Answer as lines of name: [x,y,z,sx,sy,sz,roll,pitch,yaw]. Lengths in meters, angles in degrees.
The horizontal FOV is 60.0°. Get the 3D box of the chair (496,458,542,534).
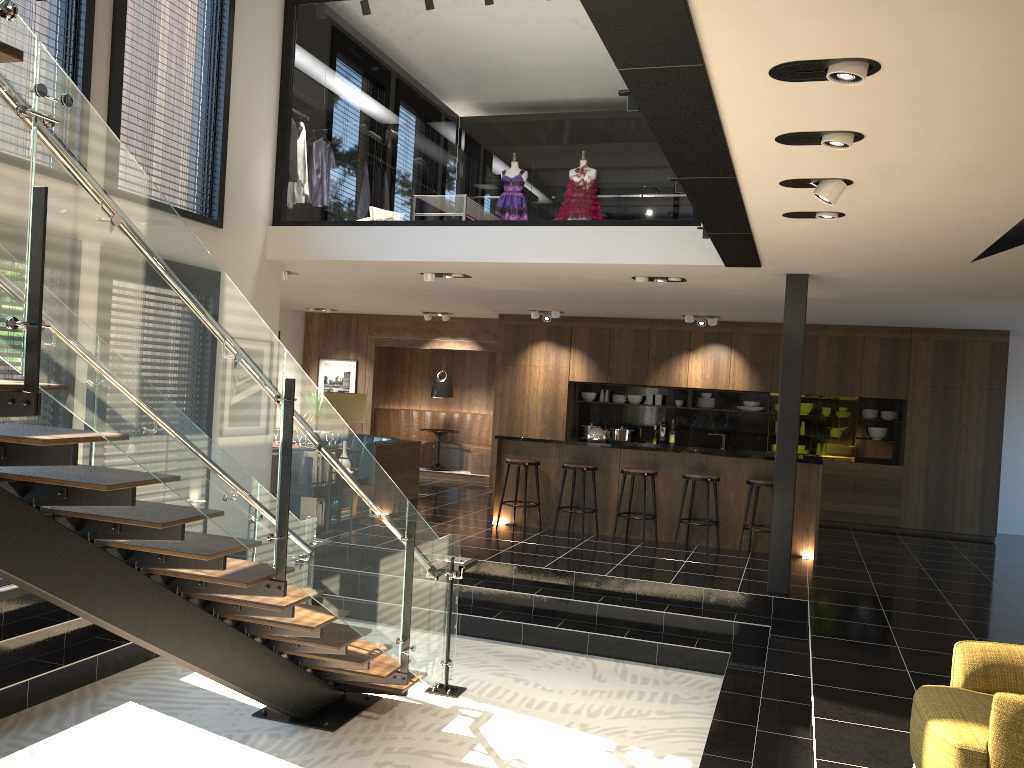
chair: [0.099,1.248,9.998,0.412,0.799,0.412,4,1,27]

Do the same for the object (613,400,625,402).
object: [1.627,0.264,13.434,0.220,0.033,0.220,3,0,15]

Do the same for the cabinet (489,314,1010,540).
cabinet: [3.126,0.481,12.782,6.891,2.690,0.869,3,1,18]

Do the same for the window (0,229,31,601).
window: [-3.541,0.185,5.692,0.358,2.476,1.498,4,0,18]

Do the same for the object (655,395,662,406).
object: [2.187,0.241,13.237,0.109,0.161,0.109,4,0,31]

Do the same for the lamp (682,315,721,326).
lamp: [2.542,-0.917,11.885,0.501,0.280,0.349,3,0,18]

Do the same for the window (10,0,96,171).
window: [-3.356,-2.664,5.718,0.358,2.476,1.393,4,0,18]

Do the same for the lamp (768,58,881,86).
lamp: [1.015,-1.066,2.879,0.346,0.177,0.195,3,0,18]

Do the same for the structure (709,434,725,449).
structure: [2.927,0.839,12.702,0.242,0.231,0.173,3,0,18]

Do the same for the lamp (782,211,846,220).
lamp: [1.735,-1.027,5.092,0.346,0.158,0.195,3,0,18]

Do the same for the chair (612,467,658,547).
chair: [1.352,1.321,9.590,0.412,0.799,0.412,4,1,27]

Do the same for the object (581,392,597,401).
object: [1.175,0.199,13.591,0.234,0.138,0.234,3,0,21]

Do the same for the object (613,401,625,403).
object: [1.626,0.277,13.434,0.220,0.033,0.220,3,0,15]

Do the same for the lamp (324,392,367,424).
lamp: [-1.803,0.808,8.935,0.437,1.445,0.637,4,1,44]

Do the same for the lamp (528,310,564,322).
lamp: [0.492,-1.029,12.551,0.501,0.294,0.349,3,0,18]

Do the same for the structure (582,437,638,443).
structure: [1.464,0.847,13.262,0.877,0.046,0.533,3,0,18]

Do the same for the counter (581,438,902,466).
counter: [3.103,0.967,12.791,4.590,0.005,0.862,3,0,18]

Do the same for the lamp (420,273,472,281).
lamp: [-0.665,-1.138,8.982,0.501,0.231,0.349,3,0,18]

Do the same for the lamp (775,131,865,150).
lamp: [1.255,-1.050,3.617,0.346,0.177,0.195,3,0,18]

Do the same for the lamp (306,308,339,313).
lamp: [-3.126,-1.276,14.601,0.501,0.213,0.349,3,0,18]

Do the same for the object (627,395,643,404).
object: [1.853,0.240,13.370,0.234,0.138,0.234,3,0,38]

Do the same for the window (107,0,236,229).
window: [-2.866,-2.631,7.226,0.358,2.476,1.393,4,0,18]

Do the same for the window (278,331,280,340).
window: [-4.303,0.242,14.114,0.312,2.373,1.505,4,0,18]

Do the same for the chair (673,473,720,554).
chair: [1.979,1.357,9.387,0.412,0.799,0.412,4,1,27]

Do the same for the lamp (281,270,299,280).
lamp: [-2.573,-1.239,9.603,0.501,0.248,0.349,3,0,18]

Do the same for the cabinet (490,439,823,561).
cabinet: [1.575,1.234,9.987,3.563,0.994,0.698,3,0,18]

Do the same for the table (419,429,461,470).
table: [-1.234,1.097,14.919,0.702,0.644,0.702,3,0,-7]

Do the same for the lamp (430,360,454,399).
lamp: [-1.148,-0.249,14.888,0.389,0.974,0.389,3,1,-28]

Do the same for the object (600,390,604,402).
object: [1.372,0.180,13.526,0.060,0.185,0.060,3,1,-41]

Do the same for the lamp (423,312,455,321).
lamp: [-1.160,-1.129,13.961,0.501,0.280,0.349,3,0,18]

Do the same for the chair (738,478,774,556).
chair: [2.606,1.393,9.183,0.412,0.799,0.412,4,1,27]

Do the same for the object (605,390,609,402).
object: [1.444,0.184,13.503,0.060,0.185,0.060,3,1,-13]

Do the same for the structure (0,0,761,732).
structure: [-0.564,0.105,4.093,3.446,4.869,7.280,3,0,17]

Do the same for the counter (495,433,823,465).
counter: [1.604,0.716,9.981,3.572,0.041,0.698,3,0,18]

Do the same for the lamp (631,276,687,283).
lamp: [1.385,-1.038,8.315,0.501,0.195,0.349,3,0,18]

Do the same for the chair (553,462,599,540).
chair: [0.726,1.284,9.794,0.412,0.799,0.412,4,1,27]

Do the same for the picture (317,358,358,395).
picture: [-3.012,0.022,15.212,0.748,0.911,0.028,3,1,18]

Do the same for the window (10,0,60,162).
window: [-3.421,-2.668,5.748,0.005,2.297,1.221,4,0,18]

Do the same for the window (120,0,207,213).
window: [-2.931,-2.635,7.255,0.005,2.297,1.221,4,0,18]

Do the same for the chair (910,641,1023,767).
chair: [2.034,1.190,3.241,1.030,1.097,0.807,3,0,17]

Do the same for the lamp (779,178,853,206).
lamp: [1.492,-0.999,4.354,0.346,0.247,0.195,3,0,18]

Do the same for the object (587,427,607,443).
object: [0.958,0.601,9.998,0.227,0.228,0.227,3,0,-21]
